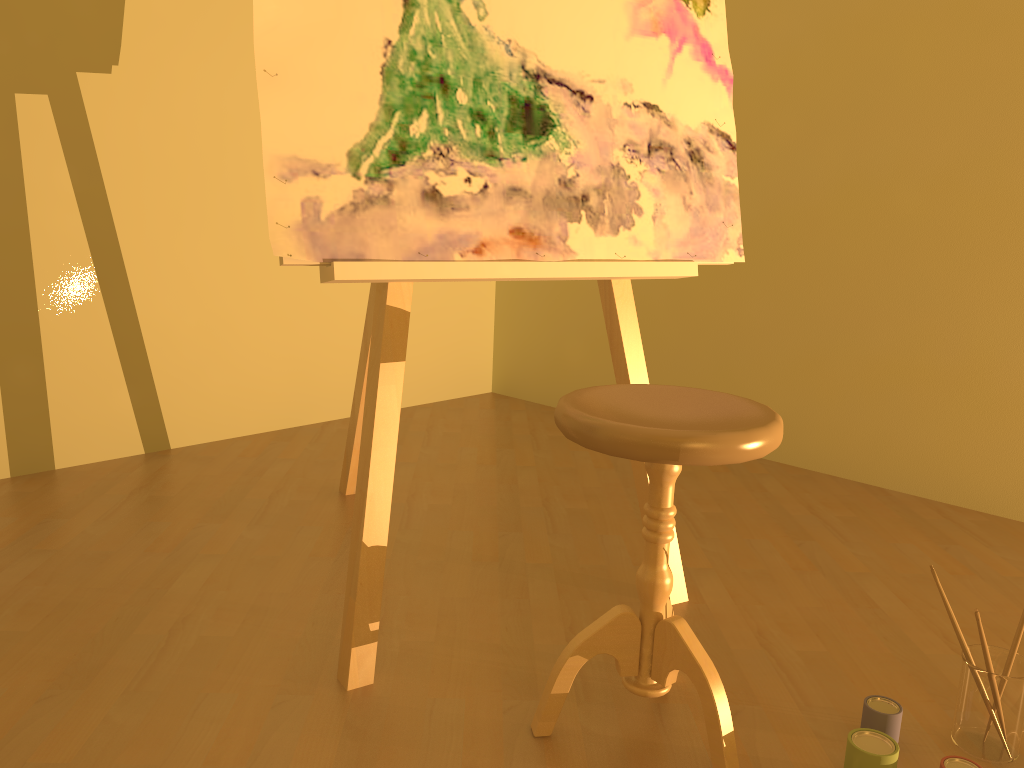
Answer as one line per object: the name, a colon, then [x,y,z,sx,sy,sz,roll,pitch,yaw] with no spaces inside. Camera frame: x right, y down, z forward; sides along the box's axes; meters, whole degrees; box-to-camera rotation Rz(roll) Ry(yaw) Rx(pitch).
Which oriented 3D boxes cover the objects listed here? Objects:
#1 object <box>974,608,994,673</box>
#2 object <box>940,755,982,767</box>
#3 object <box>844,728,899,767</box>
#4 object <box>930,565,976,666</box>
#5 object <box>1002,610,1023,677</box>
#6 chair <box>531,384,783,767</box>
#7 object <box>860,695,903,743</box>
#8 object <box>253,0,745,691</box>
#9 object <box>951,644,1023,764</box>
object: [0.758,0.464,1.401,0.172,0.278,0.010,-6,14,-34]
object: [0.662,0.594,1.310,0.060,0.060,0.060,8,13,24]
object: [0.543,0.574,1.343,0.073,0.073,0.073,-8,16,-42]
object: [0.748,0.451,1.449,0.159,0.286,0.010,11,15,37]
object: [0.821,0.437,1.453,0.069,0.319,0.010,-2,12,-20]
chair: [0.233,0.303,1.419,0.348,0.551,0.364,-6,14,-35]
object: [0.612,0.559,1.470,0.060,0.060,0.060,8,13,27]
object: [-0.167,-0.419,1.804,1.132,1.896,0.972,8,13,25]
object: [0.779,0.521,1.442,0.106,0.157,0.106,5,12,15]
